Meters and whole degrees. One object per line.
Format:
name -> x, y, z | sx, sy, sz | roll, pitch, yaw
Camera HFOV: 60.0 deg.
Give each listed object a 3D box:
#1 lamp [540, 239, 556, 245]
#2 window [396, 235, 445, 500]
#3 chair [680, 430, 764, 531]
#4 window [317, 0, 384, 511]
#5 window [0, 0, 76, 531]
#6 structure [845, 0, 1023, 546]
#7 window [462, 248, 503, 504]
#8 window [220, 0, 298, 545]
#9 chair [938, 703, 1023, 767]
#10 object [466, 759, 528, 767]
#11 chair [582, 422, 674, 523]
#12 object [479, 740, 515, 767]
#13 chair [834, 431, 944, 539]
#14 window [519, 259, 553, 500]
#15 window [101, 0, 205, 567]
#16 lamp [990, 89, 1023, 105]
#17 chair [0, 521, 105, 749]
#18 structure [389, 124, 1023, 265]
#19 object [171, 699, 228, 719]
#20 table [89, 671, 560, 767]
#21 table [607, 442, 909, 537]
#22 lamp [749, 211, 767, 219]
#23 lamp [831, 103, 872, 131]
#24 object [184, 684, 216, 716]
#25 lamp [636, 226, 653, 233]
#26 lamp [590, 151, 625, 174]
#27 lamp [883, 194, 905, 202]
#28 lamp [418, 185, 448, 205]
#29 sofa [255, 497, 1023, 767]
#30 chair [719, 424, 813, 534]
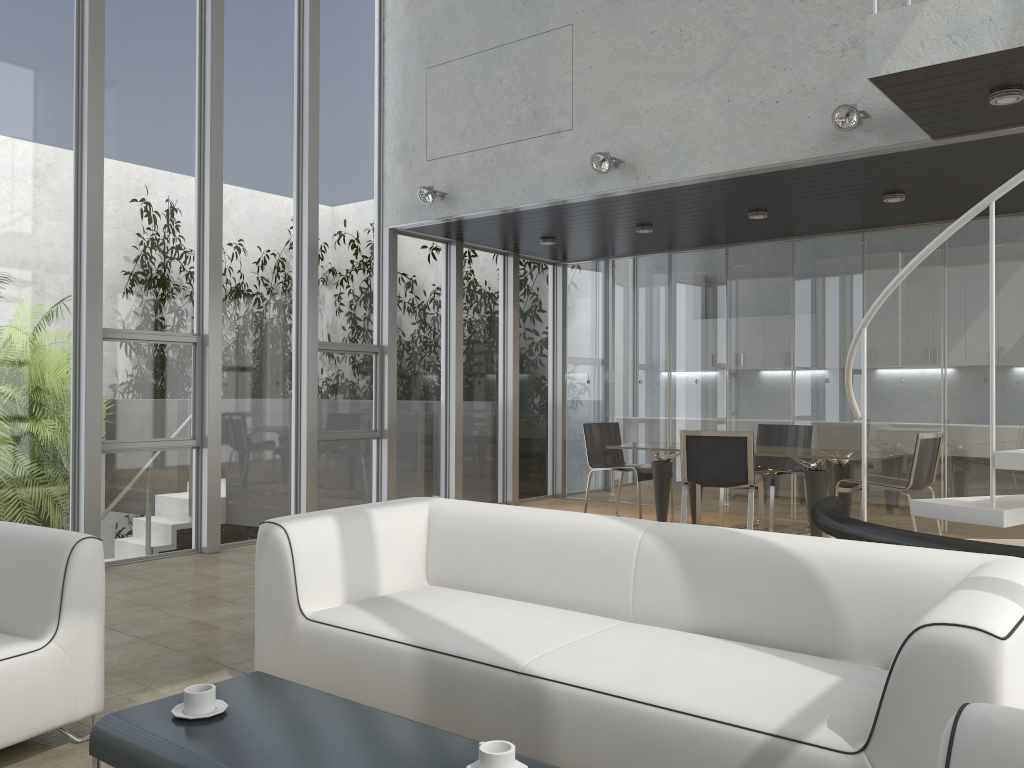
lamp -> 0.351, -1.391, 8.666 | 0.149, 0.038, 0.149 | 1, -1, -37
window -> -0.896, -0.070, 8.475 | 0.010, 2.645, 0.741 | 0, -1, 38
chair -> 1.638, 0.812, 6.895 | 0.546, 0.922, 0.660 | 0, -1, 23
window -> -1.442, -1.580, 7.763 | 0.050, 5.700, 0.800 | 0, -1, 38
window -> -3.144, -1.610, 5.615 | 0.010, 5.650, 0.741 | 0, -1, 38
structure -> 1.667, 0.815, 6.116 | 6.700, 6.900, 4.916 | 0, -1, 38
window -> -0.333, -0.060, 9.195 | 0.010, 2.645, 0.741 | 0, -1, 38
window -> -2.017, -1.590, 7.053 | 0.010, 5.650, 0.741 | 0, -1, 38
chair -> 0.732, 0.809, 0.941 | 0.720, 0.635, 0.829 | 0, -1, 43
object -> -0.031, 0.816, 1.858 | 0.130, 0.014, 0.136 | 1, -1, -37
chair -> 1.048, 0.822, 8.084 | 0.660, 0.922, 0.546 | 0, -1, 43
object -> -0.031, 0.789, 1.866 | 0.075, 0.057, 0.090 | 0, -1, -4
chair -> 2.841, 0.814, 6.671 | 0.660, 0.922, 0.546 | 0, -1, 43
window -> 0.230, -0.050, 9.914 | 0.010, 2.645, 0.741 | 0, -1, 38
window -> -2.569, -1.600, 6.325 | 0.050, 5.700, 0.800 | 0, -1, 38
lamp -> 2.462, -1.428, 4.412 | 0.149, 0.038, 0.149 | 1, -1, -37
chair -> -1.903, 0.819, 2.881 | 0.720, 0.635, 0.829 | 0, -1, 28
structure -> -1.129, -2.067, 4.929 | 9.817, 6.605, 10.665 | 0, -1, 37
object -> -0.781, 0.817, 2.219 | 0.130, 0.014, 0.136 | 1, -1, -37
table -> -0.315, 1.017, 1.943 | 1.420, 0.390, 0.532 | 0, -1, 38
table -> 1.982, 0.905, 7.360 | 2.250, 0.733, 0.900 | 0, -1, 38
lamp -> 2.037, -1.398, 7.345 | 0.149, 0.038, 0.149 | 1, -1, -37
lamp -> 2.048, -1.603, 5.376 | 0.197, 0.154, 0.254 | 0, -1, 38
object -> -0.782, 0.790, 2.227 | 0.075, 0.057, 0.090 | 0, -1, -4
lamp -> 1.194, -1.395, 8.005 | 0.149, 0.038, 0.149 | 1, -1, -37
lamp -> 0.685, -1.597, 6.444 | 0.197, 0.154, 0.254 | 0, -1, 38
lamp -> 2.881, -1.402, 6.684 | 0.149, 0.038, 0.149 | 1, -1, -37
lamp -> -0.686, -1.591, 7.501 | 0.197, 0.154, 0.228 | 0, -1, 38
sofa -> 0.303, 0.828, 3.027 | 2.601, 0.638, 0.971 | 0, -1, 38
chair -> 2.226, 0.823, 7.752 | 0.660, 0.922, 0.546 | 1, -1, -42
